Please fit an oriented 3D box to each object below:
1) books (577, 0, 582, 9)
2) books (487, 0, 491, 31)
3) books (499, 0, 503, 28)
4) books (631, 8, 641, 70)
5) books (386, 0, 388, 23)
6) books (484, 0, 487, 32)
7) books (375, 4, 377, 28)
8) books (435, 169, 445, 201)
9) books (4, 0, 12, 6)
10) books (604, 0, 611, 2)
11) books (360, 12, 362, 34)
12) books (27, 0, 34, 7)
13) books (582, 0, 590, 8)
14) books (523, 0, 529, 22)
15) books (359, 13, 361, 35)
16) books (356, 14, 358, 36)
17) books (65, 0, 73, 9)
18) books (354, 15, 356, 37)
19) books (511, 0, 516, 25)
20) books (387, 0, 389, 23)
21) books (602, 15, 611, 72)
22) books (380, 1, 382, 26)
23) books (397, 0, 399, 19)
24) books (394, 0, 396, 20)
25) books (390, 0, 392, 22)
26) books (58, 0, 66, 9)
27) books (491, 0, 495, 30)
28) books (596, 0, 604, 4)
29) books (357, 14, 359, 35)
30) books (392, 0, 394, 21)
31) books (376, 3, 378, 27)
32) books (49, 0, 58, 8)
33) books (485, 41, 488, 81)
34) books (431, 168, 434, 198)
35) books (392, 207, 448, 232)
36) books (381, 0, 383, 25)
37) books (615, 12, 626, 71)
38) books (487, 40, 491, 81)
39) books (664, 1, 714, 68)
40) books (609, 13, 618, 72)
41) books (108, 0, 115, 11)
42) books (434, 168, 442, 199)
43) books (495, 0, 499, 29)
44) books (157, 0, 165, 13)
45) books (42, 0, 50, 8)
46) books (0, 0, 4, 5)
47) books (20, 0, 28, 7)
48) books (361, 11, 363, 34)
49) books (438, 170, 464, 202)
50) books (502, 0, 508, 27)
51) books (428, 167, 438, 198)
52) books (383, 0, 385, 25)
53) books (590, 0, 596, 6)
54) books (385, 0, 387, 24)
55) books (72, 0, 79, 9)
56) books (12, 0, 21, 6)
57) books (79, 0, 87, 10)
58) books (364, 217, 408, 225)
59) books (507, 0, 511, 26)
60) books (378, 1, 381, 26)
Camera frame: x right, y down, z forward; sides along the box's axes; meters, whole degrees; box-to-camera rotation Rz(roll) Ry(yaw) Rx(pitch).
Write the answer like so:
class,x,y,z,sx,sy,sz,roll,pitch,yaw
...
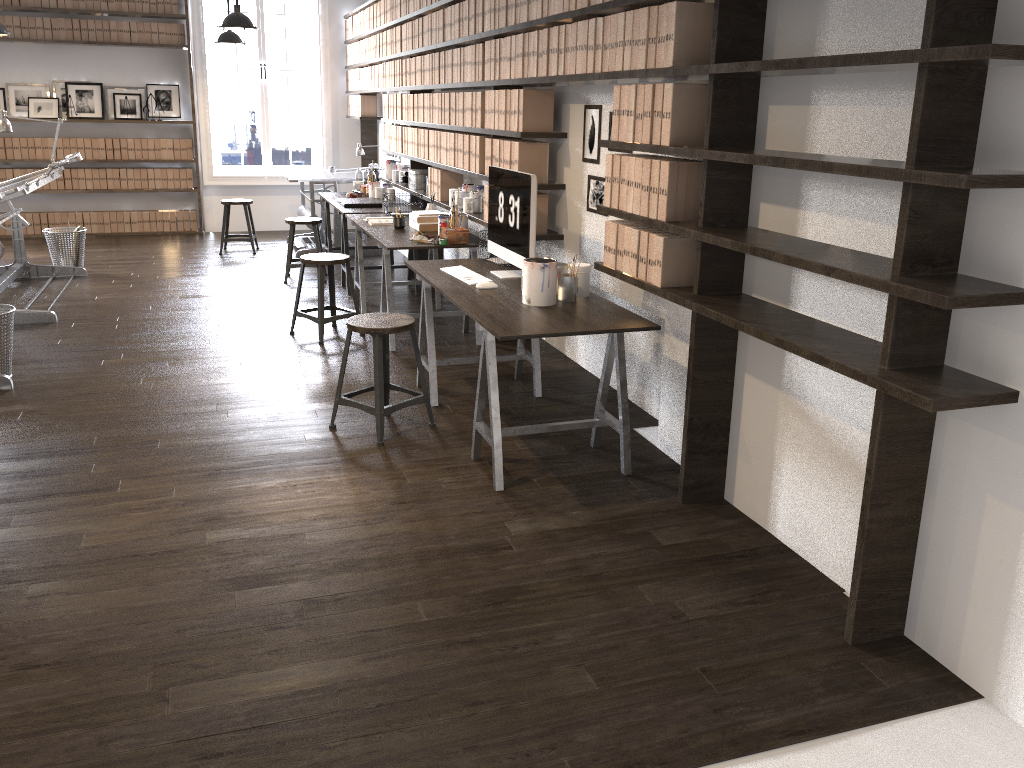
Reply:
class,x,y,z,sx,sy,sz,roll,pitch,yaw
books,0.380,-1.756,3.896,0.175,0.222,0.067,-4,16,-18
books,-0.051,-2.143,5.108,0.175,0.223,0.067,-4,16,-18
books,0.020,-2.084,4.926,0.175,0.222,0.067,-4,16,-18
books,0.558,-1.330,3.434,0.175,0.222,0.067,-4,16,-18
books,-1.022,-3.306,7.856,0.174,0.223,0.067,-4,16,-18
books,-0.071,-2.164,5.176,0.174,0.223,0.067,-4,16,-18
books,-1.204,-3.467,8.359,0.174,0.223,0.067,-4,16,-18
books,-0.475,-1.471,6.538,0.174,0.223,0.067,-4,16,-18
books,-5.201,-4.007,9.145,0.067,0.223,0.177,-4,16,-18
books,0.473,-1.671,3.630,0.174,0.223,0.067,-4,16,-18
books,-1.469,-3.712,9.128,0.175,0.222,0.067,-4,16,-18
books,-4.997,-4.023,9.211,0.067,0.222,0.177,-4,16,-18
books,0.399,-1.734,3.827,0.175,0.223,0.067,-4,16,-18
books,0.152,-1.958,4.531,0.175,0.223,0.067,-4,16,-18
books,-1.495,-3.731,9.188,0.175,0.223,0.067,-4,16,-18
books,-1.560,-3.792,9.380,0.174,0.223,0.067,-4,16,-18
books,-4.660,-4.050,9.321,0.067,0.222,0.177,-4,16,-18
books,-1.608,-3.835,9.513,0.175,0.223,0.067,-4,16,-18
books,0.086,-2.020,4.723,0.174,0.223,0.067,-4,16,-18
books,-1.004,-3.285,7.791,0.174,0.223,0.067,-4,16,-18
books,0.472,-1.411,3.686,0.174,0.223,0.067,-4,16,-18
books,-1.113,-3.386,8.108,0.175,0.222,0.067,-4,16,-18
books,-0.868,-3.162,7.405,0.174,0.223,0.067,-4,16,-18
books,-0.911,-3.203,7.533,0.175,0.223,0.067,-4,16,-18
books,-0.961,-3.243,7.658,0.175,0.223,0.067,-4,16,-18
books,-4.728,-4.044,9.297,0.067,0.223,0.177,-4,16,-18
books,-0.027,-2.121,5.042,0.175,0.223,0.067,-4,16,-18
books,0.446,-1.691,3.693,0.174,0.223,0.067,-4,16,-18
books,-1.534,-3.772,9.316,0.174,0.223,0.067,-4,16,-18
books,-0.936,-3.225,7.601,0.175,0.222,0.067,-4,16,-18
books,-1.177,-3.446,8.296,0.174,0.223,0.067,-4,16,-18
books,-4.799,-4.039,9.275,0.067,0.223,0.176,-4,16,-18
books,-0.068,-1.901,5.223,0.175,0.222,0.067,-4,16,-18
books,-0.516,-1.513,6.669,0.175,0.223,0.067,-4,16,-18
books,-0.609,-1.120,5.993,0.386,0.146,0.298,-5,18,-18
books,-1.094,-3.368,8.050,0.175,0.222,0.067,-4,16,-18
books,0.512,-1.369,3.556,0.175,0.223,0.067,-4,16,-18
books,-0.052,-1.882,5.164,0.175,0.223,0.067,-4,16,-18
books,0.644,-1.249,3.180,0.174,0.223,0.067,-4,16,-18
books,0.493,-1.390,3.622,0.175,0.223,0.067,-4,16,-18
books,-4.270,-4.082,9.451,0.067,0.222,0.177,-4,16,-18
books,-0.493,-1.492,6.604,0.174,0.223,0.067,-4,16,-18
books,-0.003,-2.103,4.986,0.175,0.222,0.067,-4,16,-18
books,-3.810,-4.120,9.602,0.067,0.223,0.177,-4,16,-18
books,-4.867,-4.032,9.249,0.067,0.223,0.177,-4,16,-18
books,-5.267,-4.000,9.119,0.067,0.223,0.176,-4,16,-18
books,-5.060,-4.018,9.192,0.067,0.222,0.177,-4,16,-18
books,-1.451,-3.693,9.070,0.175,0.222,0.067,-4,16,-18
books,-0.447,-1.450,6.474,0.175,0.223,0.067,-4,16,-18
books,0.039,-2.062,4.857,0.175,0.223,0.067,-4,16,-18
books,-0.543,-1.532,6.728,0.175,0.223,0.067,-4,16,-18
books,-1.073,-3.346,7.983,0.175,0.223,0.067,-4,16,-18
books,0.428,-1.712,3.760,0.175,0.223,0.067,-4,16,-18
books,-1.046,-3.326,7.920,0.175,0.223,0.067,-4,16,-18
books,-4.601,-4.056,9.343,0.067,0.222,0.177,-4,16,-18
books,-5.128,-4.011,9.164,0.067,0.223,0.177,-4,16,-18
books,-4.536,-4.059,9.359,0.067,0.223,0.177,-4,16,-18
books,-0.906,-1.169,6.314,0.256,0.029,0.359,-5,18,-18
books,0.068,-2.041,4.790,0.175,0.223,0.067,-4,16,-18
books,-1.138,-3.405,8.167,0.175,0.223,0.067,-4,16,-18
